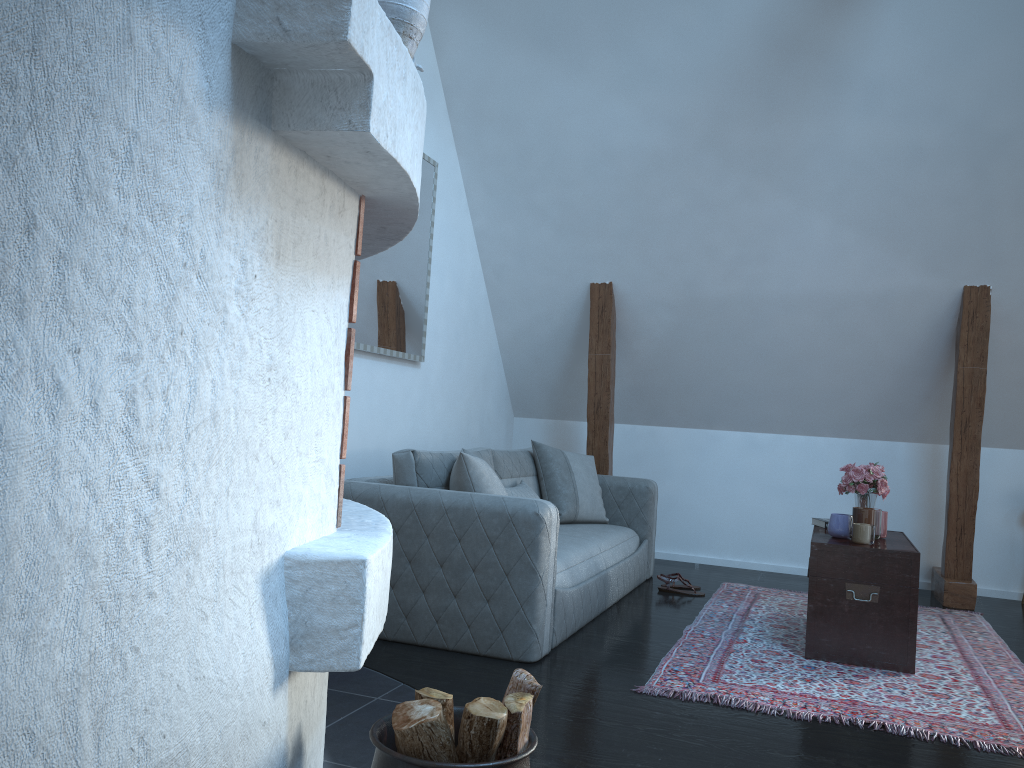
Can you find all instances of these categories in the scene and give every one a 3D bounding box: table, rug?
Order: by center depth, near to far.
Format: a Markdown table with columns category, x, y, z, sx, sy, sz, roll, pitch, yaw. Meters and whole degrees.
| category | x | y | z | sx | sy | sz | roll | pitch | yaw |
| --- | --- | --- | --- | --- | --- | --- | --- | --- | --- |
| rug | 1.564 | 1.185 | 4.066 | 1.512 | 0.029 | 2.647 | 3 | -3 | 20 |
| table | 1.610 | 0.949 | 4.097 | 0.471 | 0.492 | 0.962 | 3 | -3 | 20 |

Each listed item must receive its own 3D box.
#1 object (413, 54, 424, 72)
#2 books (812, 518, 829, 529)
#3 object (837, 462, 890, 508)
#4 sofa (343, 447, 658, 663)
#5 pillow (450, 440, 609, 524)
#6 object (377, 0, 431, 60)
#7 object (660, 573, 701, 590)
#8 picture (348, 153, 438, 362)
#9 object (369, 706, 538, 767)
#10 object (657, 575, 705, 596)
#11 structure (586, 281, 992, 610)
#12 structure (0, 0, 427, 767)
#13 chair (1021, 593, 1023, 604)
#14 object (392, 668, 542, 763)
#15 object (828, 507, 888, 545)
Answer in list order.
| category | x | y | z | sx | sy | sz | roll | pitch | yaw |
| --- | --- | --- | --- | --- | --- | --- | --- | --- | --- |
| object | -0.243 | -0.682 | 1.917 | 0.064 | 0.114 | 0.161 | 3 | -3 | 22 |
| books | 1.667 | 0.710 | 4.484 | 0.243 | 0.034 | 0.179 | 4 | -2 | -2 |
| object | 1.714 | 0.549 | 4.342 | 0.235 | 0.351 | 0.234 | 5 | -3 | -20 |
| sofa | 0.007 | 0.733 | 4.686 | 1.107 | 0.770 | 2.458 | 3 | -3 | 20 |
| pillow | 0.116 | 0.563 | 4.679 | 0.444 | 0.515 | 2.075 | 3 | -3 | 20 |
| object | -0.238 | -0.736 | 1.733 | 0.158 | 0.274 | 0.158 | 5 | -3 | -31 |
| object | 0.989 | 1.159 | 5.229 | 0.277 | 0.090 | 0.101 | 5 | -3 | -23 |
| picture | -0.650 | -0.749 | 4.780 | 0.025 | 1.185 | 0.965 | 3 | -3 | 20 |
| object | -0.122 | 0.829 | 1.707 | 0.384 | 0.313 | 0.384 | 6 | -3 | -44 |
| object | 0.967 | 1.150 | 5.070 | 0.277 | 0.090 | 0.101 | 3 | -2 | 8 |
| structure | 6.403 | 0.548 | 4.201 | 12.350 | 1.963 | 1.023 | 3 | -3 | 20 |
| structure | -1.585 | -1.455 | 1.880 | 3.049 | 4.752 | 3.058 | 2 | -3 | 29 |
| chair | 3.321 | 1.014 | 5.332 | 0.329 | 0.696 | 0.342 | 4 | -2 | 3 |
| object | -0.104 | 0.747 | 1.692 | 0.270 | 0.370 | 0.240 | 3 | -3 | 19 |
| object | 1.557 | 0.632 | 4.015 | 0.215 | 0.138 | 0.413 | 2 | -3 | 31 |
